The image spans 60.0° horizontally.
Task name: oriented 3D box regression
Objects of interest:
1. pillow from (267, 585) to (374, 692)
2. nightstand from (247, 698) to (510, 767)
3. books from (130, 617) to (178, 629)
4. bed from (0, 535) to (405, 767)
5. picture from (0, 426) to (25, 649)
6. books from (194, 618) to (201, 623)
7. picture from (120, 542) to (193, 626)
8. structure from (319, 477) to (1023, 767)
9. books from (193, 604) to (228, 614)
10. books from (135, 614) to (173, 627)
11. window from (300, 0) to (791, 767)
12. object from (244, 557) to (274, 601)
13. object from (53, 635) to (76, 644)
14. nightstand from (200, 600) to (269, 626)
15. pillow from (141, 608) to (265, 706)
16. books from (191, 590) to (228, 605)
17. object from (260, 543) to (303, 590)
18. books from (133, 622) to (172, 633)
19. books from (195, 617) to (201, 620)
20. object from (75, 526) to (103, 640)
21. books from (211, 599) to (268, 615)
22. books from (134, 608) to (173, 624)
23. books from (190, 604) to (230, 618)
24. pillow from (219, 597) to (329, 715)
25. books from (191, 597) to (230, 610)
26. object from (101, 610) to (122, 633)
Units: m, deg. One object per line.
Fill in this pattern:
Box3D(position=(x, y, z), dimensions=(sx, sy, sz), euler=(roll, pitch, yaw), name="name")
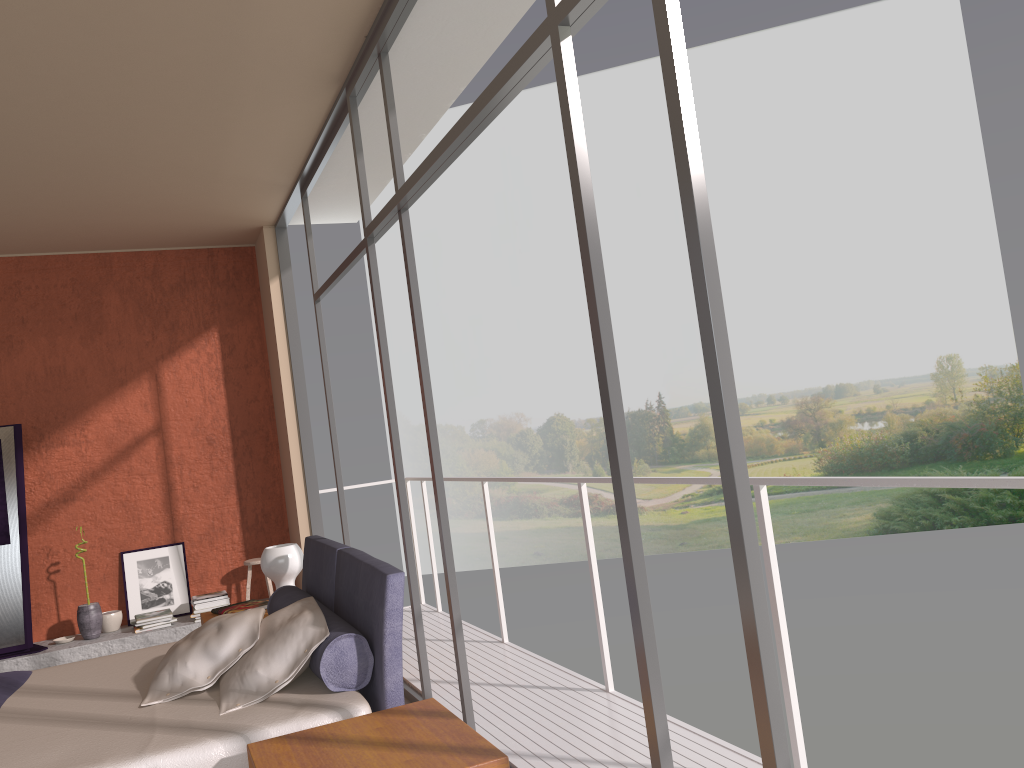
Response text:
Box3D(position=(-0.810, 0.997, 3.612), dimensions=(0.205, 0.201, 1.470), euler=(-6, -3, -23), name="pillow")
Box3D(position=(-0.347, 1.244, 2.337), dimensions=(0.562, 0.556, 0.628), euler=(-6, -3, -23), name="nightstand")
Box3D(position=(-2.624, 1.741, 6.497), dimensions=(0.247, 0.018, 0.328), euler=(-5, -4, -38), name="books")
Box3D(position=(-1.739, 1.281, 3.219), dimensions=(2.462, 0.959, 2.017), euler=(-6, -3, -23), name="bed")
Box3D(position=(-3.913, 1.091, 5.950), dimensions=(1.129, 1.496, 0.126), euler=(-6, -3, -23), name="picture")
Box3D(position=(-2.240, 1.724, 6.616), dimensions=(0.247, 0.018, 0.328), euler=(-7, -3, -21), name="books")
Box3D(position=(-2.718, 1.524, 6.783), dimensions=(0.458, 0.550, 0.117), euler=(-6, -3, -23), name="picture")
Box3D(position=(0.341, 0.908, 3.400), dimensions=(0.728, 1.005, 7.689), euler=(-6, -3, -23), name="structure")
Box3D(position=(-2.249, 1.657, 6.619), dimensions=(0.247, 0.027, 0.328), euler=(-7, -3, -21), name="books")
Box3D(position=(-2.618, 1.717, 6.486), dimensions=(0.247, 0.025, 0.287), euler=(-7, -3, -20), name="books")
Box3D(position=(-0.085, -0.043, 3.117), dimensions=(0.075, 3.133, 6.106), euler=(-6, -3, -23), name="window")
Box3D(position=(-1.935, 1.536, 6.911), dimensions=(0.260, 0.349, 0.257), euler=(-10, -4, 37), name="object")
Box3D(position=(-3.190, 1.833, 6.324), dimensions=(0.152, 0.040, 0.152), euler=(-8, -3, 12), name="object")
Box3D(position=(-1.336, 1.500, 4.772), dimensions=(0.562, 0.556, 0.628), euler=(-6, -3, -23), name="nightstand")
Box3D(position=(-1.195, 1.045, 3.542), dimensions=(0.431, 0.264, 0.869), euler=(-7, -3, -15), name="pillow")
Box3D(position=(-2.259, 1.595, 6.628), dimensions=(0.247, 0.025, 0.287), euler=(-6, -3, -23), name="books")
Box3D(position=(-1.200, 1.023, 4.680), dimensions=(0.224, 0.338, 0.224), euler=(-7, -3, -11), name="object")
Box3D(position=(-2.630, 1.764, 6.483), dimensions=(0.247, 0.025, 0.287), euler=(-6, -3, -26), name="books")
Box3D(position=(-2.245, 1.706, 6.622), dimensions=(0.247, 0.018, 0.287), euler=(-6, -3, -23), name="books")
Box3D(position=(-3.056, 1.420, 6.361), dimensions=(0.165, 0.810, 0.165), euler=(-8, -3, 1), name="object")
Box3D(position=(-1.474, 1.229, 4.866), dimensions=(0.247, 0.025, 0.287), euler=(-5, -4, -42), name="books")
Box3D(position=(-2.624, 1.697, 6.491), dimensions=(0.247, 0.018, 0.328), euler=(-6, -3, -26), name="books")
Box3D(position=(-2.241, 1.683, 6.599), dimensions=(0.247, 0.025, 0.287), euler=(-7, -3, -12), name="books")
Box3D(position=(-0.893, 0.982, 3.283), dimensions=(0.400, 0.265, 0.791), euler=(-7, -3, -20), name="pillow")
Box3D(position=(-2.253, 1.625, 6.621), dimensions=(0.247, 0.038, 0.319), euler=(-6, -3, -25), name="books")
Box3D(position=(-2.969, 1.757, 6.545), dimensions=(0.179, 0.137, 0.180), euler=(-7, -3, -10), name="object")
